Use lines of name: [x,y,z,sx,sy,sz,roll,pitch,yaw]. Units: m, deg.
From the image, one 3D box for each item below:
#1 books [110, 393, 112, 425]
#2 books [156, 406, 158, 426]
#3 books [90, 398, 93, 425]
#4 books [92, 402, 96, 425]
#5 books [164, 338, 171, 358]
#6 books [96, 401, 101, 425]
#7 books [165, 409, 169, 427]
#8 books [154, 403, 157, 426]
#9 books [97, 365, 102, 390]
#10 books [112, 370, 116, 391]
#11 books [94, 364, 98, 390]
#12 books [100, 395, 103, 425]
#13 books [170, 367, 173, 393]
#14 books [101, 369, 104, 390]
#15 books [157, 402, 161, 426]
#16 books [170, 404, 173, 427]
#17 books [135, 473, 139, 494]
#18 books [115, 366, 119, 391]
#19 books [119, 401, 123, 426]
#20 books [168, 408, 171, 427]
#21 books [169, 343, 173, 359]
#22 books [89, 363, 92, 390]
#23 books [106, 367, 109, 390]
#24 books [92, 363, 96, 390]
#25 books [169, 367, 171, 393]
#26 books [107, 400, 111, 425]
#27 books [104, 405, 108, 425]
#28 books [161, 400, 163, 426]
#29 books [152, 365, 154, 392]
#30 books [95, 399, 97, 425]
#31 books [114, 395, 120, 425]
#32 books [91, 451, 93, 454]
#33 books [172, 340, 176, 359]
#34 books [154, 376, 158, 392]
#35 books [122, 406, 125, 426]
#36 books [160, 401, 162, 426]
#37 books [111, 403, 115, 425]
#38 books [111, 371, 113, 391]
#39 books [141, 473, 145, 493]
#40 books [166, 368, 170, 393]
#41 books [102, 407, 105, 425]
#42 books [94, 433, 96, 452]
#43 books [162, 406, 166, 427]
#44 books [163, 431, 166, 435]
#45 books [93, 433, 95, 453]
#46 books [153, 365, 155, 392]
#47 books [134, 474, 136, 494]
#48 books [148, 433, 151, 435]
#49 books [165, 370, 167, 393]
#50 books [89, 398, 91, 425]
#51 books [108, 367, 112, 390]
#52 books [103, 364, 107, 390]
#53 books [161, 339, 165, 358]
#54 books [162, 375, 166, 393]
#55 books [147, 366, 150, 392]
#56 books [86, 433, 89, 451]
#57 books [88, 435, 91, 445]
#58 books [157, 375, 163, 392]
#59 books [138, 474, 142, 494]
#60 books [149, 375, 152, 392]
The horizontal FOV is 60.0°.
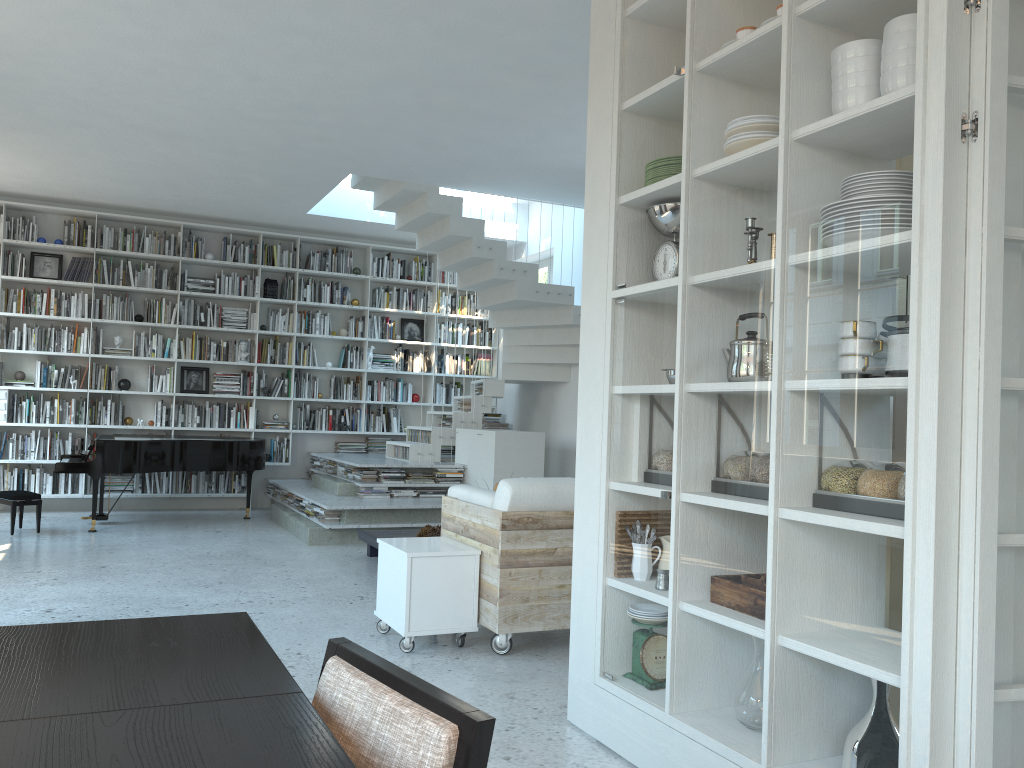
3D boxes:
books: [-4.282,0.269,9.463,0.013,0.339,0.138,3,-2,-25]
books: [-3.871,0.347,9.650,0.015,0.225,0.148,3,-2,-25]
books: [-4.441,0.287,9.368,0.013,0.283,0.146,3,-2,-25]
books: [-4.421,0.310,9.374,0.030,0.239,0.157,3,-2,-25]
books: [-3.765,-0.384,9.679,0.060,0.227,0.179,3,-2,-25]
books: [-4.377,0.308,9.394,0.042,0.248,0.162,3,-2,-25]
books: [-3.780,0.367,9.696,0.031,0.194,0.142,3,-2,-25]
books: [-3.880,0.332,9.637,0.012,0.254,0.161,3,-2,-25]
books: [-4.373,-0.065,9.402,0.036,0.263,0.166,3,-2,-25]
books: [-4.249,-0.035,9.455,0.028,0.216,0.175,3,-2,-25]
books: [-4.404,-0.073,9.395,0.026,0.275,0.154,3,-2,-25]
books: [-4.350,0.277,9.406,0.014,0.313,0.166,3,-2,-25]
books: [-3.727,-0.041,9.695,0.021,0.281,0.162,3,-2,-25]
books: [-4.348,-0.046,9.417,0.025,0.228,0.153,3,-2,-25]
books: [-3.844,0.325,9.643,0.027,0.269,0.159,3,-2,-25]
books: [-3.741,0.346,9.729,0.019,0.242,0.107,3,-2,-25]
books: [-4.042,1.041,9.559,0.031,0.265,0.144,3,-2,-25]
books: [-4.229,-0.059,9.481,0.028,0.266,0.144,3,-2,-25]
books: [-4.183,0.312,9.480,0.027,0.261,0.163,3,-2,-25]
books: [-3.750,0.365,9.695,0.024,0.201,0.158,3,-2,-25]
books: [-3.734,-0.358,9.713,0.027,0.181,0.142,3,-2,-25]
books: [-4.456,-0.080,9.376,0.012,0.285,0.159,3,-2,-25]
books: [-4.305,-0.052,9.437,0.014,0.244,0.153,3,-2,-25]
books: [-4.425,-0.079,9.380,0.025,0.284,0.145,3,-2,-25]
books: [-3.740,-0.041,9.685,0.011,0.279,0.187,3,-2,-25]
books: [-4.290,0.302,9.431,0.027,0.269,0.185,3,-2,-25]
books: [-4.315,0.328,9.423,0.021,0.215,0.172,3,-2,-25]
books: [-3.820,0.316,9.665,0.014,0.290,0.132,3,-2,-25]
books: [-3.905,-0.055,9.631,0.011,0.291,0.156,3,-2,-25]
books: [-4.398,0.295,9.376,0.012,0.272,0.181,3,-2,-25]
books: [-4.218,0.276,9.466,0.050,0.328,0.166,3,-2,-25]
books: [-4.444,0.696,9.371,0.026,0.213,0.140,3,-2,-25]
books: [-3.710,-0.375,9.727,0.026,0.217,0.126,3,-2,-25]
books: [-3.879,0.001,9.647,0.030,0.183,0.154,3,-2,-25]
books: [-4.168,0.338,9.503,0.023,0.212,0.160,3,-2,-25]
books: [-3.833,0.323,9.663,0.010,0.277,0.155,3,-2,-25]
books: [-4.262,0.318,9.463,0.029,0.241,0.135,3,-2,-25]
books: [-4.268,-0.032,9.450,0.011,0.208,0.180,3,-2,-25]
books: [-3.988,1.058,9.583,0.028,0.238,0.136,3,-2,-25]
books: [-3.762,-0.037,9.686,0.027,0.269,0.178,3,-2,-25]
books: [-4.337,0.337,9.417,0.024,0.196,0.157,3,-2,-25]
books: [-4.417,0.660,9.385,0.013,0.288,0.161,3,-2,-25]
books: [-3.799,0.352,9.666,0.029,0.221,0.153,3,-2,-25]
books: [-3.792,0.676,9.664,0.013,0.320,0.173,3,-2,-25]
books: [-4.426,0.662,9.378,0.010,0.282,0.149,3,-2,-25]
books: [-3.893,-0.057,9.633,0.012,0.298,0.166,3,-2,-25]
books: [-4.055,1.045,9.535,0.012,0.254,0.161,3,-2,-25]
books: [-3.938,0.682,9.621,0.025,0.294,0.134,3,-2,-25]
books: [-3.777,-0.025,9.671,0.012,0.244,0.171,3,-2,-25]
books: [-4.457,0.291,9.371,0.013,0.275,0.147,3,-2,-25]
books: [-4.293,-0.053,9.460,0.028,0.247,0.142,3,-2,-25]
books: [-4.315,-0.069,9.410,0.026,0.274,0.190,3,-2,-25]
books: [-3.814,-0.381,9.682,0.026,0.219,0.150,3,-2,-25]
books: [-3.799,0.002,9.673,0.024,0.188,0.172,3,-2,-25]
books: [-3.936,-0.053,9.609,0.012,0.285,0.159,3,-2,-25]
books: [-4.482,0.658,9.358,0.012,0.285,0.159,3,-2,-25]
books: [-4.467,0.668,9.367,0.023,0.266,0.134,3,-2,-25]
books: [-3.833,0.000,9.651,0.057,0.188,0.156,3,-2,-25]
books: [-4.010,1.074,9.559,0.029,0.202,0.178,3,-2,-25]
books: [-3.919,-0.003,9.612,0.025,0.186,0.154,3,-2,-25]
